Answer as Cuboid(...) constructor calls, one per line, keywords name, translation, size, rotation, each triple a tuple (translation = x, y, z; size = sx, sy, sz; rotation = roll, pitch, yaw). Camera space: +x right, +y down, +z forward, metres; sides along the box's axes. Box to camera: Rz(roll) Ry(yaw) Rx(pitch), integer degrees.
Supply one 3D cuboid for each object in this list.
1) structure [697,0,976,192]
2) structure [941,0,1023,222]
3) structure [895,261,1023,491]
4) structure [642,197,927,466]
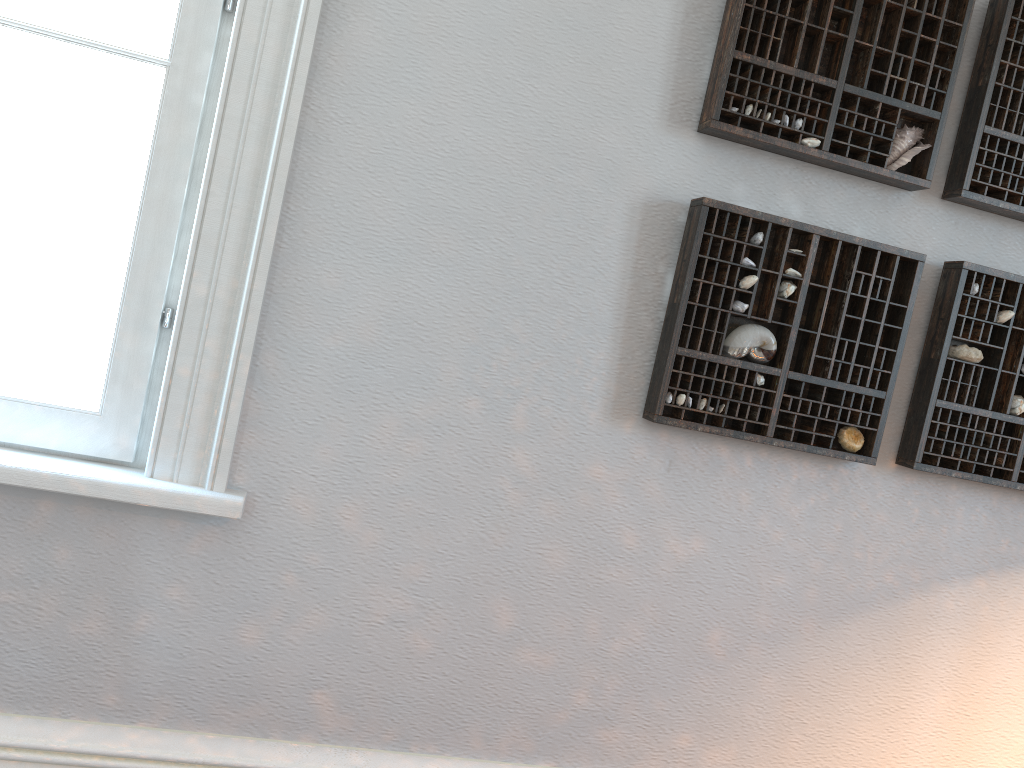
Cuboid(name="structure", translation=(0.614, -0.624, 1.674), size=(0.467, 0.416, 0.099), rotation=(11, 1, -13))
Cuboid(name="structure", translation=(1.132, -0.523, 1.771), size=(0.468, 0.416, 0.105), rotation=(11, 1, -13))
Cuboid(name="structure", translation=(1.043, 0.006, 1.791), size=(0.467, 0.416, 0.086), rotation=(11, 1, -13))
Cuboid(name="structure", translation=(0.516, -0.091, 1.668), size=(0.467, 0.416, 0.086), rotation=(11, 1, -13))
